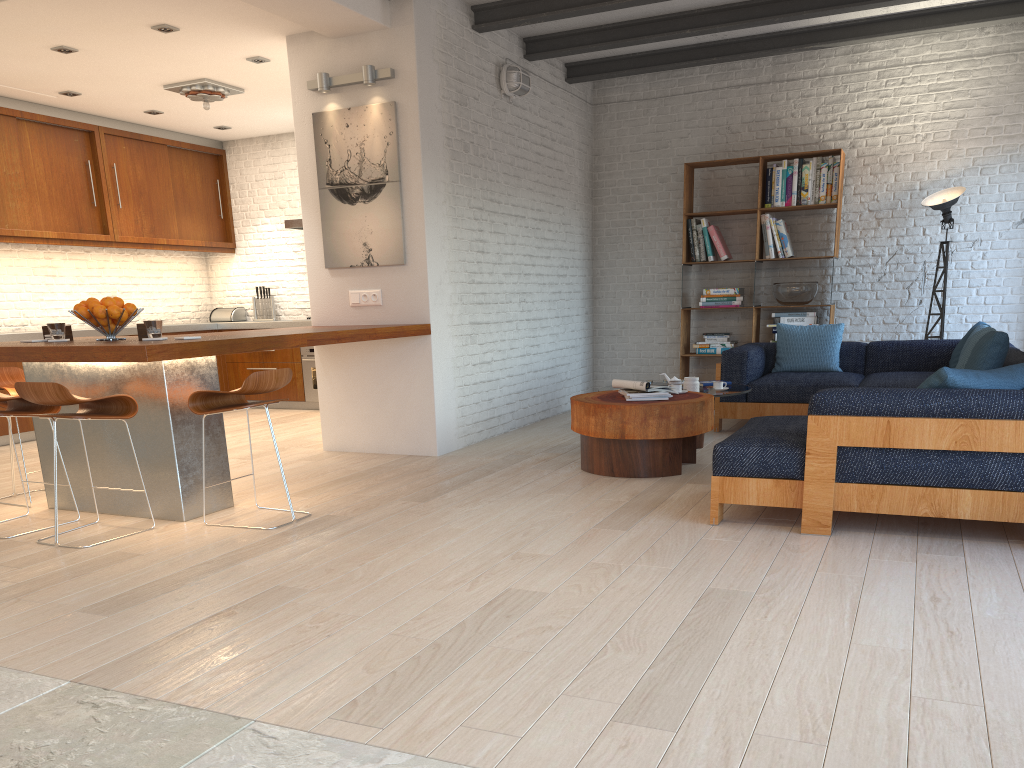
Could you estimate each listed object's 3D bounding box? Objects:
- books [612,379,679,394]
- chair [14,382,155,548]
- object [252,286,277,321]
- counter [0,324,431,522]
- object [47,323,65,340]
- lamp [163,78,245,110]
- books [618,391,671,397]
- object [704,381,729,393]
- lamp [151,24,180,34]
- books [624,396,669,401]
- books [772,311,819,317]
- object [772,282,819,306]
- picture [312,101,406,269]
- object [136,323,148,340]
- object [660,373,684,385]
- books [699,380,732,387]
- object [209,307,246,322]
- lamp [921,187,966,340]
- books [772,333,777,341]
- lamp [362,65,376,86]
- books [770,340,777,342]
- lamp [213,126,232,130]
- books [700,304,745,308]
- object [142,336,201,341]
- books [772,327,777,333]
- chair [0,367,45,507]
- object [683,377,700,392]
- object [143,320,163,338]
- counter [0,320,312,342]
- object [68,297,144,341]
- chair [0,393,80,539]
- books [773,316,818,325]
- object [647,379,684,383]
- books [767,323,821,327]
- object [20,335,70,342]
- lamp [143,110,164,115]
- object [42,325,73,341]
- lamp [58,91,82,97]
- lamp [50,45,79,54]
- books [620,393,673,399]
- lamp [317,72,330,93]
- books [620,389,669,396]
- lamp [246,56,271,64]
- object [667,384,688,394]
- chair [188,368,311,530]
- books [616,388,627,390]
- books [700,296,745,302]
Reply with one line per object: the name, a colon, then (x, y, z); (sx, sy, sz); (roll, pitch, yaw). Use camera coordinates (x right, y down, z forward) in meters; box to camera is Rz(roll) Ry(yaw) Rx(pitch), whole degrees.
books: (0.835, 0.025, 5.465); (0.269, 0.113, 0.315); (-6, 8, -32)
chair: (-2.088, 0.362, 4.218); (0.403, 0.804, 0.407); (4, 14, 24)
object: (-2.765, -0.894, 9.705); (0.320, 0.389, 0.064); (3, 16, 24)
counter: (-1.828, 0.165, 5.349); (1.679, 0.953, 2.422); (2, 8, 25)
object: (-2.426, -0.281, 4.651); (0.091, 0.088, 0.088); (2, 11, 22)
lamp: (-2.521, -2.347, 7.172); (0.448, 0.177, 0.437); (1, 8, 25)
books: (0.818, 0.056, 5.404); (0.252, 0.011, 0.308); (-2, 6, -6)
object: (1.406, 0.020, 5.986); (0.154, 0.059, 0.262); (0, 6, 18)
lamp: (-2.232, -2.305, 5.607); (0.123, 0.057, 0.120); (2, 8, 25)
books: (0.827, 0.078, 5.409); (0.252, 0.011, 0.308); (-1, 6, 4)
books: (2.564, -0.630, 7.886); (0.378, 0.038, 0.237); (1, 6, 25)
object: (2.550, -0.811, 7.856); (0.397, 0.209, 0.392); (-5, 8, -23)
picture: (-1.038, -1.324, 5.911); (0.652, 1.054, 0.019); (4, 16, 23)
object: (-1.881, -0.271, 4.502); (0.093, 0.085, 0.111); (-5, 10, -20)
object: (1.216, -0.038, 6.449); (0.191, 0.094, 0.183); (-8, 10, -39)
books: (1.464, -0.004, 6.387); (0.230, 0.023, 0.158); (-4, 6, -17)
object: (-3.231, -0.787, 9.896); (0.343, 0.165, 0.242); (2, 9, 25)
lamp: (3.586, -0.642, 7.022); (0.506, 1.914, 0.833); (-2, 14, -3)
books: (2.570, -0.435, 7.923); (0.379, 0.067, 0.236); (-1, 6, 12)
lamp: (-0.920, -1.986, 5.610); (0.078, 0.108, 0.078); (-11, 15, -36)
books: (2.568, -0.376, 7.957); (0.360, 0.057, 0.274); (1, 7, 27)
lamp: (-2.904, -2.588, 8.740); (0.123, 0.057, 0.120); (2, 8, 25)
books: (1.963, -0.724, 8.127); (0.354, 0.021, 0.264); (1, 6, 25)
object: (-1.780, -0.241, 4.419); (0.393, 0.036, 0.192); (1, 7, 28)
books: (2.539, -0.495, 7.907); (0.326, 0.057, 0.247); (0, 6, 20)
chair: (-2.861, 0.297, 5.135); (0.420, 0.804, 0.390); (4, 15, 24)
object: (1.207, 0.010, 5.871); (0.106, 0.112, 0.105); (7, 14, 40)
object: (-1.799, -0.275, 4.381); (0.090, 0.088, 0.089); (7, 13, 39)
counter: (-2.573, -0.507, 8.013); (3.508, 0.072, 3.234); (1, 6, 25)
object: (-2.131, -0.344, 4.600); (0.365, 0.230, 0.351); (-3, 9, -10)
chair: (-2.577, 0.356, 4.438); (0.403, 0.804, 0.407); (4, 14, 24)
books: (2.572, -0.579, 7.902); (0.379, 0.067, 0.236); (0, 7, 19)
object: (1.179, -0.024, 6.661); (0.302, 0.028, 0.066); (-2, 7, 2)
books: (2.558, -0.535, 7.901); (0.443, 0.021, 0.264); (1, 6, 25)
object: (-2.478, -0.249, 4.724); (0.286, 0.036, 0.199); (1, 6, 25)
lamp: (-3.275, -2.501, 7.964); (0.123, 0.057, 0.120); (2, 8, 25)
object: (-2.492, -0.278, 4.783); (0.114, 0.085, 0.091); (2, 11, 24)
lamp: (-3.646, -2.413, 7.188); (0.123, 0.057, 0.120); (2, 8, 25)
lamp: (-3.076, -2.315, 5.987); (0.123, 0.057, 0.120); (2, 8, 25)
books: (0.831, 0.065, 5.420); (0.252, 0.011, 0.308); (-2, 6, -6)
lamp: (-1.243, -1.990, 5.755); (0.078, 0.108, 0.078); (-11, 15, -36)
books: (0.813, 0.046, 5.394); (0.252, 0.011, 0.308); (-2, 6, -1)
lamp: (-1.860, -2.393, 6.385); (0.123, 0.057, 0.120); (2, 8, 25)
object: (1.060, 0.031, 5.616); (0.146, 0.058, 0.169); (0, 7, 14)
chair: (-1.312, 0.315, 4.439); (0.420, 0.804, 0.390); (4, 15, 24)
books: (0.914, 0.042, 6.160); (0.315, 0.011, 0.246); (2, 7, 37)
books: (1.957, -0.788, 8.097); (0.379, 0.038, 0.236); (0, 6, 18)
